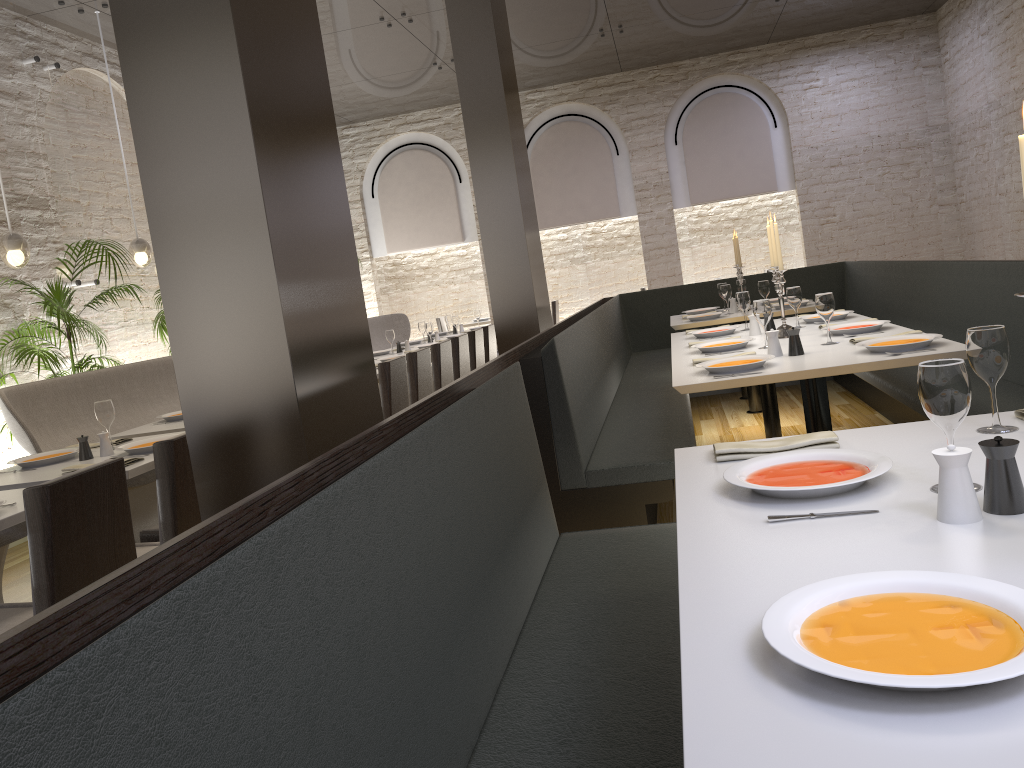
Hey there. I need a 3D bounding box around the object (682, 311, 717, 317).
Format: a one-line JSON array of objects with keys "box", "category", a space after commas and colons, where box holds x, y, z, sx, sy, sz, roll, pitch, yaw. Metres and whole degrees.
[{"box": [1.515, -0.557, 7.169, 0.272, 0.033, 0.143, -7, 6, 11], "category": "object"}]

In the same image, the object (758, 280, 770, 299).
[{"box": [1.867, -0.647, 6.534, 0.087, 0.230, 0.086, -13, 6, -43], "category": "object"}]

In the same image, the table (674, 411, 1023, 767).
[{"box": [0.788, 0.643, 0.953, 1.099, 0.757, 2.550, -8, 6, 11], "category": "table"}]

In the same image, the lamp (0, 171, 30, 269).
[{"box": [-3.374, -1.752, 5.710, 0.177, 2.035, 0.178, -6, 5, 32], "category": "lamp"}]

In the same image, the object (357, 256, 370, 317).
[{"box": [-2.213, -0.576, 10.479, 1.146, 1.969, 1.191, -9, 5, -8], "category": "object"}]

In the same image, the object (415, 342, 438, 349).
[{"box": [-0.769, -0.359, 8.415, 0.323, 0.036, 0.321, -14, 8, -42], "category": "object"}]

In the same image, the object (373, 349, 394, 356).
[{"box": [-1.292, -0.291, 8.517, 0.323, 0.036, 0.321, -14, 8, -42], "category": "object"}]

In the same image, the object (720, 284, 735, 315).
[{"box": [1.667, -0.654, 6.863, 0.087, 0.230, 0.086, -13, 6, -43], "category": "object"}]

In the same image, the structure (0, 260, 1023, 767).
[{"box": [1.155, 0.235, 3.010, 2.369, 0.997, 10.796, -7, 6, 11], "category": "structure"}]

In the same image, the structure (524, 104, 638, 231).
[{"box": [0.827, -3.064, 12.385, 1.632, 1.670, 0.098, -8, 4, 11], "category": "structure"}]

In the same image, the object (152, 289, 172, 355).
[{"box": [-2.655, -0.238, 8.067, 1.150, 1.969, 1.187, -12, 6, -38], "category": "object"}]

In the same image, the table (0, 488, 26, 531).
[{"box": [-1.965, 0.846, 2.860, 0.935, 0.758, 1.015, -8, 6, 11], "category": "table"}]

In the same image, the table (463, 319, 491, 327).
[{"box": [-0.148, -0.624, 13.520, 0.935, 0.758, 1.015, -8, 6, 11], "category": "table"}]

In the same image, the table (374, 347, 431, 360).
[{"box": [-0.968, 0.063, 8.494, 0.935, 0.758, 1.015, -8, 6, 11], "category": "table"}]

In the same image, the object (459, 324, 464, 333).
[{"box": [-0.607, -0.672, 10.633, 0.060, 0.109, 0.059, -13, 6, -43], "category": "object"}]

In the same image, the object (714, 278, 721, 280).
[{"box": [2.100, -0.957, 8.988, 0.086, 0.230, 0.086, -5, 6, 41], "category": "object"}]

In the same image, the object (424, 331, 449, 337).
[{"box": [-0.904, -0.597, 10.716, 0.323, 0.036, 0.321, -14, 8, -42], "category": "object"}]

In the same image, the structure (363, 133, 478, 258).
[{"box": [-1.374, -2.778, 12.804, 1.632, 1.670, 0.098, -8, 4, 11], "category": "structure"}]

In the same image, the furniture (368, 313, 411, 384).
[{"box": [-1.415, -0.253, 10.393, 0.706, 1.094, 2.596, -8, 6, 11], "category": "furniture"}]

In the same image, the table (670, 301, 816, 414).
[{"box": [1.870, -0.207, 7.072, 1.099, 0.758, 1.193, -8, 6, 11], "category": "table"}]

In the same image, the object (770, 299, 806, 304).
[{"box": [2.184, -0.644, 7.035, 0.272, 0.033, 0.143, -7, 6, 11], "category": "object"}]

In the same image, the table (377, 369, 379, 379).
[{"box": [-1.365, 0.375, 6.250, 0.935, 0.758, 1.015, -8, 6, 11], "category": "table"}]

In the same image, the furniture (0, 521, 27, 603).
[{"box": [-2.857, 0.879, 2.240, 0.708, 1.094, 4.496, -8, 6, 11], "category": "furniture"}]

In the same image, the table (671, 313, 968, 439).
[{"box": [1.427, 0.141, 4.566, 1.099, 0.757, 2.550, -8, 6, 11], "category": "table"}]

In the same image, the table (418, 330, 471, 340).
[{"box": [-0.579, -0.242, 10.693, 0.935, 0.758, 1.015, -8, 6, 11], "category": "table"}]

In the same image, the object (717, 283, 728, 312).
[{"box": [1.746, -0.716, 7.309, 0.087, 0.230, 0.086, -13, 6, -43], "category": "object"}]

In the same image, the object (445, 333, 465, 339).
[{"box": [-0.578, -0.509, 9.497, 0.323, 0.036, 0.321, -14, 8, -42], "category": "object"}]

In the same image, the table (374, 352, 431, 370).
[{"box": [-1.162, 0.215, 7.398, 0.935, 0.758, 1.015, -8, 6, 11], "category": "table"}]

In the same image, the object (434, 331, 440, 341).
[{"box": [-0.805, -0.517, 9.515, 0.060, 0.109, 0.059, -13, 6, -43], "category": "object"}]

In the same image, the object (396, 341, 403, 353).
[{"box": [-1.072, -0.351, 8.402, 0.060, 0.109, 0.059, -13, 6, -43], "category": "object"}]

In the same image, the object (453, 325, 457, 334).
[{"box": [-0.683, -0.657, 10.601, 0.060, 0.109, 0.059, -13, 6, -43], "category": "object"}]

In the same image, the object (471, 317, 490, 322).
[{"box": [-0.471, -0.979, 13.543, 0.323, 0.036, 0.321, -15, 9, -44], "category": "object"}]

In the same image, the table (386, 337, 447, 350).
[{"box": [-0.777, -0.087, 9.576, 0.935, 0.758, 1.015, -8, 6, 11], "category": "table"}]

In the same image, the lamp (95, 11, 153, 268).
[{"box": [-3.131, -1.943, 7.085, 0.178, 2.035, 0.178, -9, 4, -4], "category": "lamp"}]

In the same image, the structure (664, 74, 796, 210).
[{"box": [2.890, -3.332, 11.993, 1.632, 1.670, 0.098, -8, 4, 11], "category": "structure"}]

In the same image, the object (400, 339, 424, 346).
[{"box": [-1.101, -0.441, 9.598, 0.323, 0.036, 0.321, -14, 8, -42], "category": "object"}]

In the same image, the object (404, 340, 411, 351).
[{"box": [-0.996, -0.367, 8.434, 0.060, 0.109, 0.059, -13, 6, -43], "category": "object"}]

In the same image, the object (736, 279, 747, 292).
[{"box": [1.941, -0.762, 7.462, 0.087, 0.230, 0.086, -10, 5, -19], "category": "object"}]

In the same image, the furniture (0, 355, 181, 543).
[{"box": [-2.053, 0.248, 6.788, 0.708, 1.094, 4.496, -8, 6, 11], "category": "furniture"}]

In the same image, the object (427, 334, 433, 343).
[{"box": [-0.881, -0.502, 9.483, 0.060, 0.109, 0.059, -13, 6, -43], "category": "object"}]

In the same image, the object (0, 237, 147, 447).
[{"box": [-3.001, 0.035, 6.096, 1.143, 1.969, 1.194, -5, 6, 41], "category": "object"}]

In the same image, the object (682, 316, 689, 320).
[{"box": [1.488, -0.536, 7.017, 0.272, 0.033, 0.143, -7, 6, 11], "category": "object"}]

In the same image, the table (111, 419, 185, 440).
[{"box": [-1.566, 0.533, 5.111, 0.935, 0.758, 1.015, -8, 6, 11], "category": "table"}]

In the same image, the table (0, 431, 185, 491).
[{"box": [-1.768, 0.691, 3.970, 0.935, 0.758, 1.015, -8, 6, 11], "category": "table"}]

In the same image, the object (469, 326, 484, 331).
[{"box": [-0.381, -0.664, 10.614, 0.323, 0.036, 0.321, -14, 8, -42], "category": "object"}]
